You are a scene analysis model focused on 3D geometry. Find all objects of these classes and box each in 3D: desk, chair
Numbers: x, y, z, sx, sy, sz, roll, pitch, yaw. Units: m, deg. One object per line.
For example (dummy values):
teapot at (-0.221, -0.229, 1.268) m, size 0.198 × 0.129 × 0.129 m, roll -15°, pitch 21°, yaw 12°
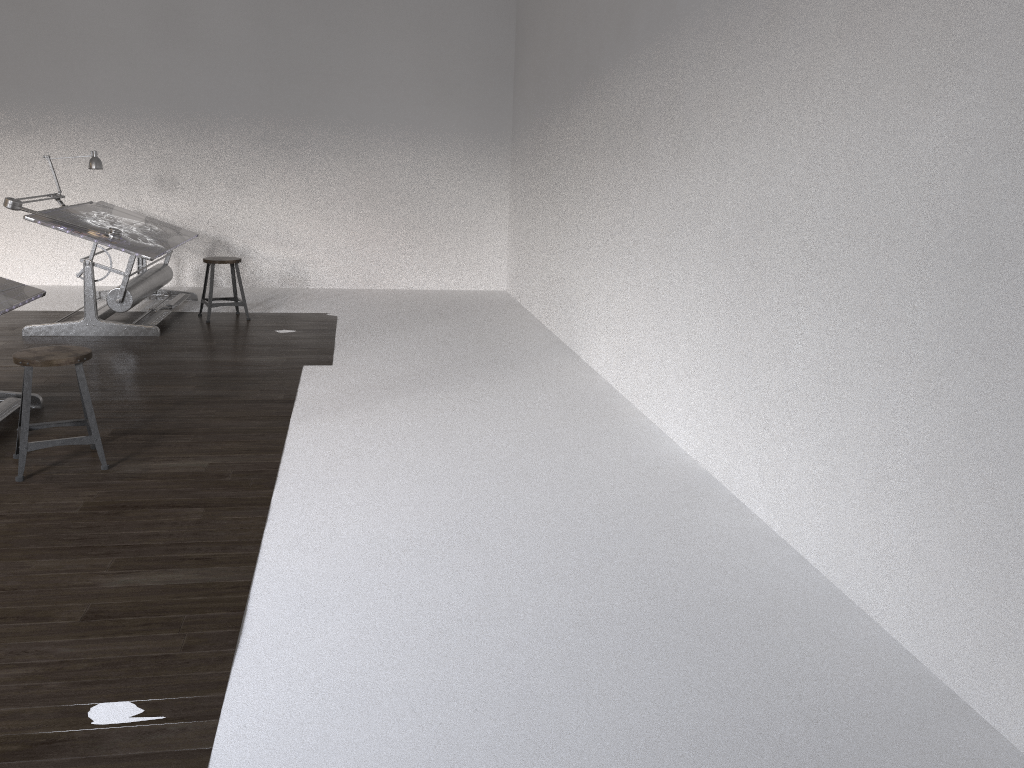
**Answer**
desk at (-2.934, -0.320, 3.823) m, size 1.076 × 1.372 × 2.091 m, roll 0°, pitch 14°, yaw -10°
chair at (-2.489, -0.818, 7.628) m, size 0.372 × 0.522 × 0.361 m, roll -5°, pitch 14°, yaw -31°
chair at (-2.055, 0.116, 3.996) m, size 0.372 × 0.522 × 0.361 m, roll -5°, pitch 14°, yaw -31°
desk at (-3.368, -1.252, 7.450) m, size 1.076 × 1.372 × 2.091 m, roll 0°, pitch 14°, yaw -10°
